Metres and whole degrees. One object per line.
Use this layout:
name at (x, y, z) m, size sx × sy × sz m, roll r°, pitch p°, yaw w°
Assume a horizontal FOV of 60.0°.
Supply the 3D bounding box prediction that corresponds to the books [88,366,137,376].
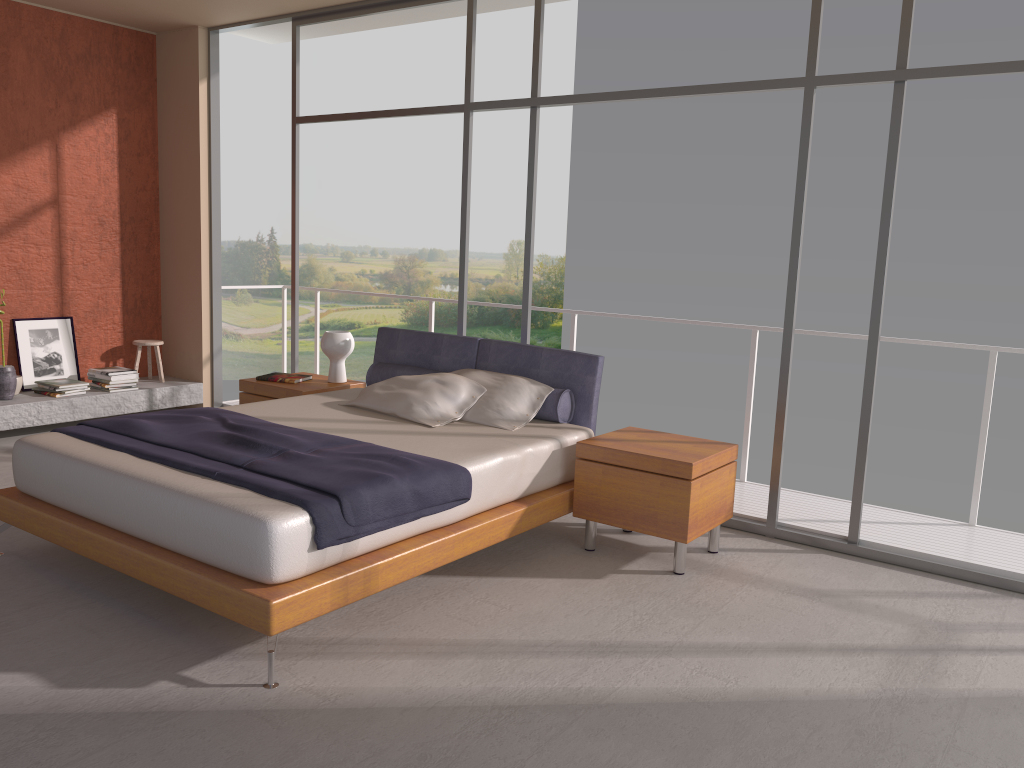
books at (-3.178, -0.102, 7.061) m, size 0.287 × 0.025 × 0.247 m, roll 8°, pitch 11°, yaw 35°

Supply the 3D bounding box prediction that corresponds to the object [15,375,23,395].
object at (-3.755, 0.013, 6.624) m, size 0.179 × 0.137 × 0.180 m, roll -6°, pitch 12°, yaw -42°

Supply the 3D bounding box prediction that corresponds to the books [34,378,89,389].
books at (-3.428, -0.006, 6.761) m, size 0.328 × 0.018 × 0.247 m, roll 8°, pitch 10°, yaw 32°

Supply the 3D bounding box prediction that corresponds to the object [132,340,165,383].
object at (-3.046, -0.190, 7.466) m, size 0.260 × 0.349 × 0.257 m, roll 3°, pitch 9°, yaw 4°

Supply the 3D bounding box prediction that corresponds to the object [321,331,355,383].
object at (-1.173, -0.183, 5.959) m, size 0.224 × 0.338 × 0.224 m, roll -6°, pitch 12°, yaw -43°

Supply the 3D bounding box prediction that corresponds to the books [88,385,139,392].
books at (-3.179, 0.028, 7.078) m, size 0.328 × 0.018 × 0.247 m, roll 9°, pitch 11°, yaw 36°

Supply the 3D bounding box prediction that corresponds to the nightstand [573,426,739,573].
nightstand at (0.727, 0.573, 4.515) m, size 0.628 × 0.556 × 0.562 m, roll 8°, pitch 11°, yaw 35°

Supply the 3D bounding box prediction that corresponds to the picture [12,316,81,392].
picture at (-3.628, -0.241, 6.930) m, size 0.117 × 0.550 × 0.458 m, roll 8°, pitch 11°, yaw 35°

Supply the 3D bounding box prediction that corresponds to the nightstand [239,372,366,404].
nightstand at (-1.419, 0.253, 6.019) m, size 0.628 × 0.556 × 0.562 m, roll 8°, pitch 11°, yaw 35°

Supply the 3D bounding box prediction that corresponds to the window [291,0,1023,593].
window at (0.766, -0.818, 5.146) m, size 6.106 × 3.133 × 0.075 m, roll 8°, pitch 11°, yaw 35°

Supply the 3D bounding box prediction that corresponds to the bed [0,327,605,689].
bed at (-0.901, 0.315, 4.487) m, size 2.017 × 0.959 × 2.462 m, roll 8°, pitch 11°, yaw 35°

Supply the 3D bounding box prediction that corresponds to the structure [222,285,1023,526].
structure at (0.802, 0.090, 5.730) m, size 7.689 × 1.005 × 0.728 m, roll 8°, pitch 11°, yaw 35°

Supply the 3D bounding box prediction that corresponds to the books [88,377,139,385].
books at (-3.176, -0.039, 7.068) m, size 0.328 × 0.027 × 0.247 m, roll 9°, pitch 11°, yaw 36°

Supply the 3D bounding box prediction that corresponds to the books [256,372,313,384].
books at (-1.535, -0.041, 5.988) m, size 0.287 × 0.025 × 0.247 m, roll 5°, pitch 9°, yaw 16°

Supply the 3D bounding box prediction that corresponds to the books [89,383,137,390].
books at (-3.183, 0.009, 7.079) m, size 0.287 × 0.018 × 0.247 m, roll 8°, pitch 11°, yaw 35°

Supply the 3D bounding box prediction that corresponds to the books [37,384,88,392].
books at (-3.424, 0.016, 6.762) m, size 0.287 × 0.025 × 0.247 m, roll 9°, pitch 11°, yaw 37°

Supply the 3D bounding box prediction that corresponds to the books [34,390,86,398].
books at (-3.441, 0.061, 6.759) m, size 0.287 × 0.025 × 0.247 m, roll 8°, pitch 10°, yaw 31°

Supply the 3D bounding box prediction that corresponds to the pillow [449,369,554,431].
pillow at (-0.177, 0.082, 4.966) m, size 0.791 × 0.265 × 0.400 m, roll 9°, pitch 11°, yaw 38°

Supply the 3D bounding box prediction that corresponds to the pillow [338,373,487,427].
pillow at (-0.576, 0.066, 5.023) m, size 0.869 × 0.264 × 0.431 m, roll 10°, pitch 12°, yaw 42°

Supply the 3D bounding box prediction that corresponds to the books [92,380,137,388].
books at (-3.164, -0.009, 7.058) m, size 0.247 × 0.025 × 0.287 m, roll -6°, pitch 12°, yaw -43°

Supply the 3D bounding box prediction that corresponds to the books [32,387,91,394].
books at (-3.439, 0.036, 6.771) m, size 0.328 × 0.018 × 0.247 m, roll 5°, pitch 9°, yaw 20°

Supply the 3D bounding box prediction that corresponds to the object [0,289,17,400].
object at (-3.670, -0.287, 6.383) m, size 0.165 × 0.810 × 0.165 m, roll -3°, pitch 10°, yaw -31°

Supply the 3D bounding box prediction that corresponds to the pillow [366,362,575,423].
pillow at (-0.283, 0.038, 5.286) m, size 1.470 × 0.201 × 0.205 m, roll 8°, pitch 11°, yaw 35°

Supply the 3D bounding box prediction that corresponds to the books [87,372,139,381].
books at (-3.175, -0.071, 7.063) m, size 0.319 × 0.038 × 0.247 m, roll 8°, pitch 10°, yaw 32°
